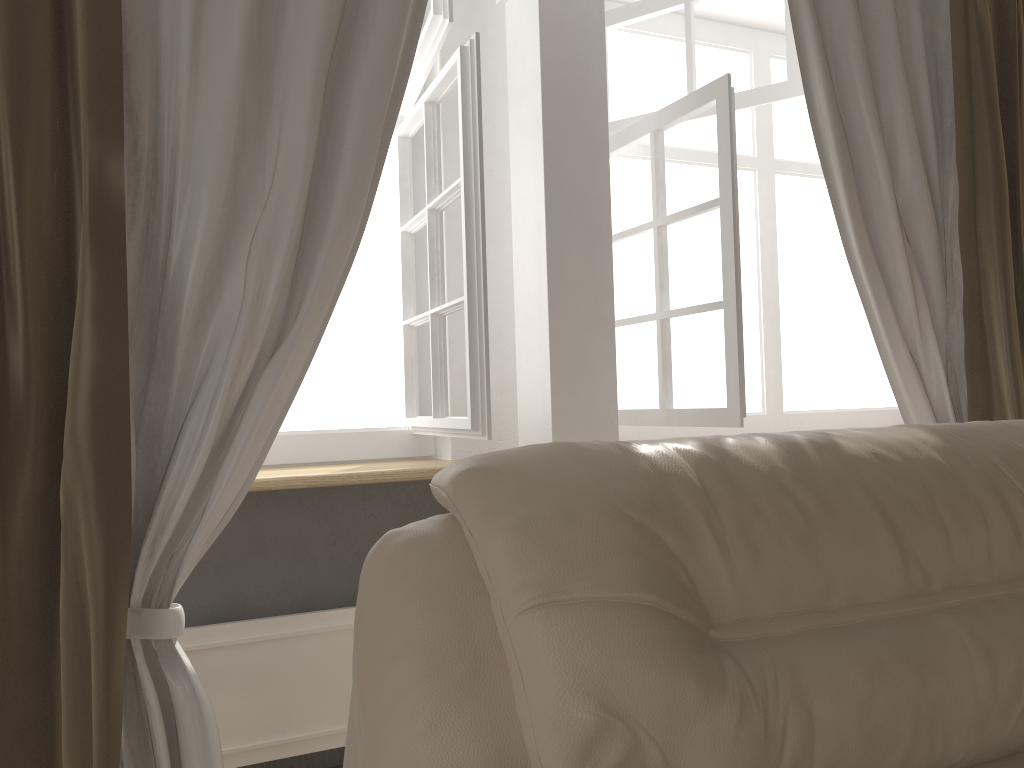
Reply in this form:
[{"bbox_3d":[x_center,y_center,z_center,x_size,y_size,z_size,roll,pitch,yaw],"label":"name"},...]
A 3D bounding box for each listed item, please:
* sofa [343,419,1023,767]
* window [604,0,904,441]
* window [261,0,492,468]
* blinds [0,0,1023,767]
[{"bbox_3d":[0.880,0.508,1.262,2.135,0.900,1.051,-1,-1,-25],"label":"sofa"},{"bbox_3d":[1.130,-0.561,2.995,1.759,1.500,0.784,-1,-1,-26],"label":"window"},{"bbox_3d":[-0.839,-0.522,2.050,1.600,1.500,0.781,-1,-1,-25],"label":"window"},{"bbox_3d":[1.313,-0.183,2.418,5.765,2.294,0.285,-1,-1,-25],"label":"blinds"}]
